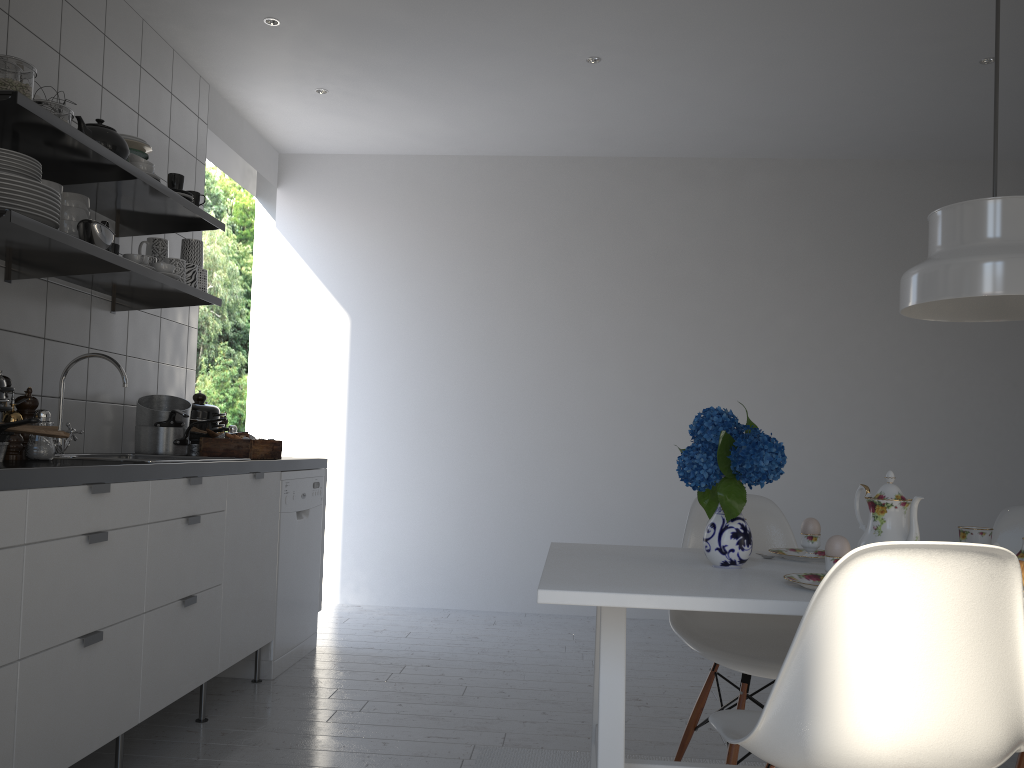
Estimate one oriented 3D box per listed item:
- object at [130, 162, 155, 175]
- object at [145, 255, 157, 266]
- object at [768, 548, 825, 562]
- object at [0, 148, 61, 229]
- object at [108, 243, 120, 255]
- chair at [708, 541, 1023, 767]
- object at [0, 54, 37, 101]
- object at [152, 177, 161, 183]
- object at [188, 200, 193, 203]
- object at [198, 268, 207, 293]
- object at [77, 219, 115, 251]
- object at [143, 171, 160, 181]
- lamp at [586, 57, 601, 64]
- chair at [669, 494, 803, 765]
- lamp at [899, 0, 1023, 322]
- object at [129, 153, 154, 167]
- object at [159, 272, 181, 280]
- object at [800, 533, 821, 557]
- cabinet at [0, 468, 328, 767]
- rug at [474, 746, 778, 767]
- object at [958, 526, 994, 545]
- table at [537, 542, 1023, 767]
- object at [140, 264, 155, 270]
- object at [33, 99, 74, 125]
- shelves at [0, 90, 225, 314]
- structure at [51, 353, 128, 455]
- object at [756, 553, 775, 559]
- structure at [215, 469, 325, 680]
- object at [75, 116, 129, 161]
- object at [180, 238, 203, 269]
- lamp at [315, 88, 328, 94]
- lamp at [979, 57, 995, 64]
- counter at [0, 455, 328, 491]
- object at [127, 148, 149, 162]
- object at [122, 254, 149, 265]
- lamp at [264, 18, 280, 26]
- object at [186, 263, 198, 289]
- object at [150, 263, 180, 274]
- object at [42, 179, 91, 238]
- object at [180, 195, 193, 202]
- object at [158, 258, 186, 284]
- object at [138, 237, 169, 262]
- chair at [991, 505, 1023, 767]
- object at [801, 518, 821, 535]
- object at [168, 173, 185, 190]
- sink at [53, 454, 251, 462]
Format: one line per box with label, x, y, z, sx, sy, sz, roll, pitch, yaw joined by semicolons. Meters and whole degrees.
object;-1.219;-0.693;2.913;0.082;0.049;0.079;3;-4;-23
object;-1.278;-0.394;3.112;0.083;0.100;0.108;0;-4;38
object;0.743;0.428;2.207;0.201;0.016;0.201;1;-4;9
object;-1.357;-0.500;2.333;0.301;0.194;0.307;1;-4;9
object;-1.352;-0.431;2.964;0.070;0.078;0.055;4;-3;-35
chair;0.585;0.639;1.494;0.465;0.799;0.543;2;-3;-1
object;-1.285;-0.757;2.265;0.121;0.130;0.121;3;-3;-10
object;-1.221;-0.662;2.914;0.121;0.021;0.121;1;-4;9
object;-1.191;-0.636;3.131;0.121;0.021;0.121;3;-4;-18
object;-1.177;-0.375;3.311;0.083;0.100;0.108;2;-3;-6
object;-1.248;-0.442;2.666;0.102;0.134;0.210;3;-4;-13
object;-1.221;-0.672;2.911;0.121;0.024;0.121;2;-4;0
lamp;0.346;-1.387;3.767;0.064;0.030;0.064;2;-4;-3
chair;0.662;0.704;2.347;0.465;0.799;0.543;2;-3;-6
lamp;1.073;-0.822;1.956;0.373;1.321;0.374;0;-3;36
object;-1.218;-0.722;2.915;0.078;0.067;0.083;1;-3;19
object;-1.188;-0.359;3.006;0.121;0.021;0.121;1;-4;9
object;0.743;0.402;2.207;0.048;0.057;0.048;-1;-4;45
cabinet;-1.290;0.647;2.421;0.662;0.794;3.244;2;-4;4
rug;1.006;1.084;1.892;2.309;0.004;1.429;2;-4;4
object;1.138;0.400;2.175;0.078;0.095;0.091;0;-4;41
table;0.973;0.752;1.907;1.825;0.659;0.815;2;-3;4
object;-1.222;-0.370;2.874;0.121;0.021;0.121;2;-4;2
object;-1.265;-0.720;2.420;0.121;0.079;0.121;3;-4;-10
shelves;-1.394;-0.611;2.121;0.427;0.511;2.545;2;-4;4
structure;-1.424;0.073;2.950;0.274;0.352;0.189;3;-3;-19
object;0.635;0.427;2.217;0.032;0.011;0.140;1;-4;8
structure;-1.124;0.746;3.686;0.508;0.790;0.575;2;-3;4
object;-1.253;-0.731;2.692;0.200;0.142;0.178;5;-5;-44
object;-1.173;-0.478;3.280;0.083;0.100;0.108;0;-4;38
lamp;-0.903;-1.399;4.204;0.064;0.030;0.064;2;-4;-3
lamp;1.958;-1.340;3.645;0.064;0.030;0.064;3;-4;-8
counter;-1.281;0.229;2.436;0.650;0.045;3.246;2;-4;4
object;-1.381;-0.731;3.201;0.185;0.208;0.159;2;-3;4
object;-1.220;-0.391;2.875;0.083;0.047;0.079;2;-4;-3
lamp;-0.954;-1.450;3.522;0.064;0.030;0.064;2;-4;-3
object;-1.183;-0.382;3.228;0.083;0.100;0.108;2;-3;-6
object;-1.186;-0.380;3.006;0.082;0.047;0.079;1;-4;17
object;-1.401;-0.487;2.685;0.150;0.216;0.310;2;-3;2
object;-1.191;-0.645;3.131;0.121;0.021;0.121;1;-4;9
object;-1.207;-0.390;3.127;0.108;0.100;0.083;4;-3;-26
object;-1.322;-0.484;3.267;0.108;0.100;0.083;4;-3;-26
chair;1.438;0.726;2.281;0.465;0.799;0.543;1;-3;19
object;0.745;0.364;2.209;0.048;0.063;0.048;2;-3;8
object;-1.191;-0.700;3.124;0.055;0.078;0.071;1;-3;25
sink;-1.223;0.294;2.899;0.487;0.111;0.767;2;-4;4
